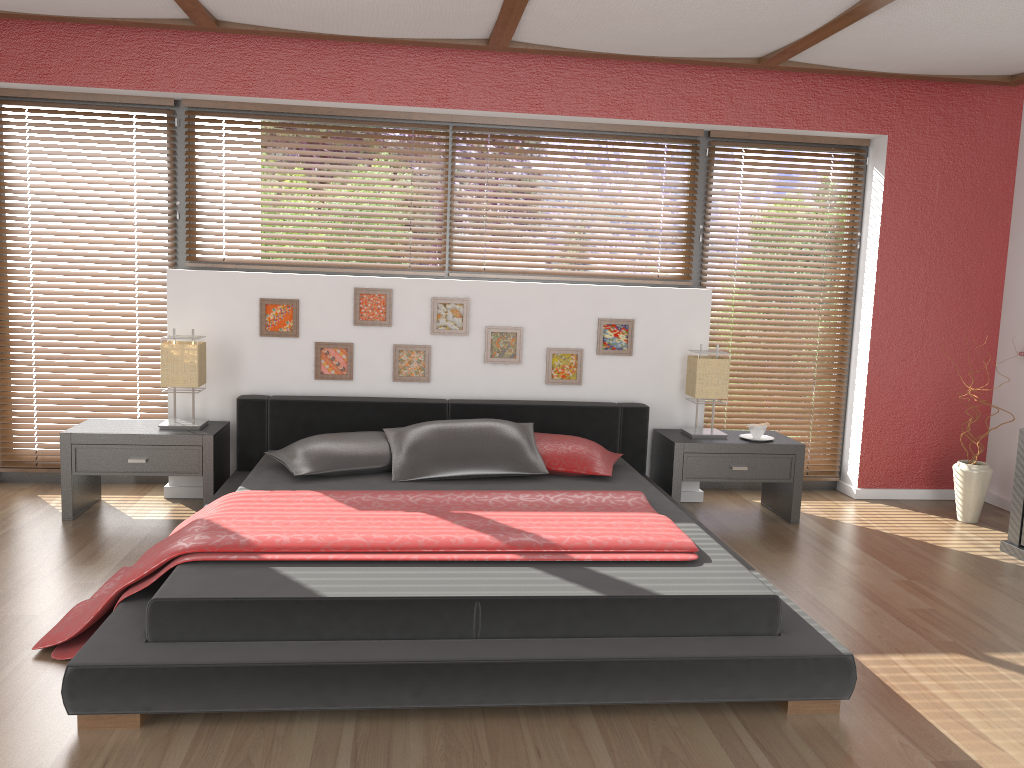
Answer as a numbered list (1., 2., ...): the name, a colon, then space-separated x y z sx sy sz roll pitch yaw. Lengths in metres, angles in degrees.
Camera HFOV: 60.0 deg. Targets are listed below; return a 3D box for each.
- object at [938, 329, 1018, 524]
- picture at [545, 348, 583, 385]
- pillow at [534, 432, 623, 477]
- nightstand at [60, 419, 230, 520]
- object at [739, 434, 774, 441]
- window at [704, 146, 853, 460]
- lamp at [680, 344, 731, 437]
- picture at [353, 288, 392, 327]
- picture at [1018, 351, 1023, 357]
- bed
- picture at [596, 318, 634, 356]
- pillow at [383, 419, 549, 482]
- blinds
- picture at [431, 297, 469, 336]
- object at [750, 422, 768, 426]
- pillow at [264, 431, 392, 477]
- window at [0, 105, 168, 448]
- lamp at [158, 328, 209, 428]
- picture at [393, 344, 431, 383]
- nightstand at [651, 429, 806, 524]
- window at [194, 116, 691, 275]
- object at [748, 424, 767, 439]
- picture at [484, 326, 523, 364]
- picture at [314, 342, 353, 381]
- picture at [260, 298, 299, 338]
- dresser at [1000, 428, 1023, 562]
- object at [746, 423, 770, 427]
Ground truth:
1. object: 2.448 0.233 4.771 0.422 1.035 0.364 -2 8 -31
2. picture: 0.287 -0.095 4.849 0.200 0.200 0.010 1 7 -7
3. pillow: 0.155 0.339 4.355 0.745 0.172 0.418 4 7 12
4. nightstand: -1.808 0.423 4.424 0.700 0.423 0.413 1 7 -7
5. object: 1.300 0.286 4.711 0.179 0.012 0.179 4 7 18
6. window: 1.560 -0.459 5.310 0.889 1.893 0.020 1 7 -7
7. lamp: 1.041 0.026 4.744 0.200 0.480 0.200 1 7 -7
8. picture: -0.735 -0.406 4.691 0.200 0.200 0.010 1 7 -7
9. picture: 2.941 -0.744 4.597 0.028 1.270 0.701 1 7 -7
10. bed: -0.356 0.504 3.588 2.469 0.577 2.413 1 7 -7
11. picture: 0.567 -0.257 4.861 0.200 0.200 0.010 1 7 -7
12. pillow: -0.223 0.296 4.164 0.744 0.241 0.386 1 7 -11
13. blinds: -0.371 -0.460 5.016 4.840 1.952 0.032 1 7 -7
14. picture: -0.331 -0.361 4.744 0.200 0.200 0.010 1 7 -7
15. object: 1.306 0.216 4.708 0.192 0.007 0.007 -4 10 -42
16. pillow: -0.744 0.325 4.195 0.745 0.172 0.418 -2 8 -31
17. window: -2.313 -0.549 4.849 0.889 1.893 0.020 1 7 -7
18. lamp: -1.637 -0.036 4.426 0.200 0.480 0.200 1 7 -7
19. picture: -0.536 -0.110 4.752 0.200 0.200 0.010 1 7 -7
20. nightstand: 1.147 0.492 4.775 0.700 0.423 0.413 1 7 -7
21. window: -0.354 -1.042 5.013 2.817 0.786 0.020 1 7 -7
22. object: 1.301 0.254 4.707 0.099 0.069 0.099 4 7 18
23. picture: -0.046 -0.210 4.796 0.200 0.200 0.010 1 7 -7
24. picture: -0.944 -0.121 4.703 0.200 0.200 0.010 1 7 -7
25. picture: -1.218 -0.346 4.643 0.200 0.200 0.010 1 7 -7
26. dresser: 2.750 0.623 3.452 0.540 0.608 1.740 1 7 -7
27. object: 1.301 0.218 4.685 0.192 0.007 0.007 -3 9 -37
